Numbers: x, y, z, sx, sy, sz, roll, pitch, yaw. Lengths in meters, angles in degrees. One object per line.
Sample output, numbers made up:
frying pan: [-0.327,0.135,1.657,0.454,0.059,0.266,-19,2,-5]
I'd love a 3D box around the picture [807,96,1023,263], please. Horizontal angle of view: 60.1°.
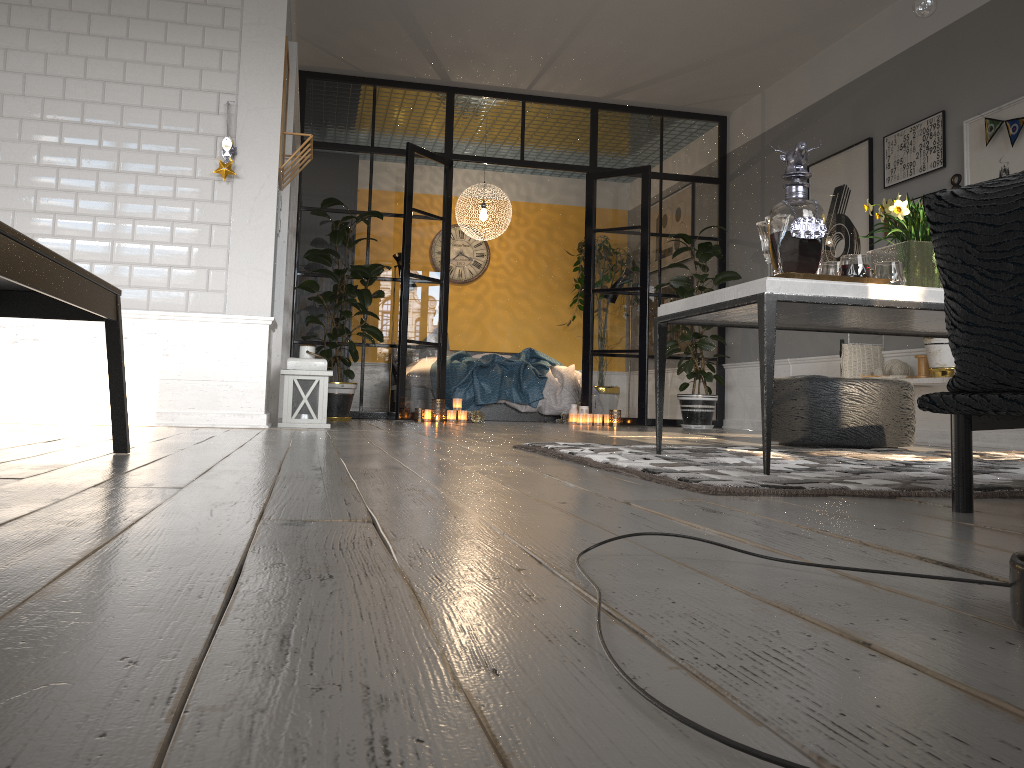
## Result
picture: [0.446,-1.308,6.353,4.036,1.804,7.268,2,-2,-13]

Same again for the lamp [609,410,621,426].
lamp: [0.893,0.294,7.657,0.107,0.141,0.107,-2,-5,41]

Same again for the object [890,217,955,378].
object: [2.510,-0.517,5.160,0.544,0.969,0.508,4,-5,-27]

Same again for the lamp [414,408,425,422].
lamp: [-0.756,0.255,7.248,0.084,0.111,0.084,4,-5,-37]

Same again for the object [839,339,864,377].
object: [2.379,0.022,6.191,0.091,0.705,0.278,4,-5,-21]

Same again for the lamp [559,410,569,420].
lamp: [0.500,0.303,8.190,0.108,0.132,0.096,5,-5,-42]

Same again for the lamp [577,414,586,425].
lamp: [0.604,0.308,7.715,0.080,0.099,0.080,0,-4,28]

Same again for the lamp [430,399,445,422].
lamp: [-0.612,0.219,7.299,0.114,0.188,0.114,3,-4,-14]

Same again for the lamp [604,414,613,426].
lamp: [0.842,0.316,7.742,0.080,0.099,0.080,0,-4,28]

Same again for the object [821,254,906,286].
object: [0.929,-0.297,2.498,0.245,0.088,0.278,3,-2,-35]

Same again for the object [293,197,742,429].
object: [0.156,-0.560,7.457,3.893,1.805,1.007,2,-4,-13]

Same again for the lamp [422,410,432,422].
lamp: [-0.705,0.262,7.323,0.080,0.099,0.080,0,-4,28]

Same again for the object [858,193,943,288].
object: [1.263,-0.419,2.715,0.351,0.353,0.323,2,-3,-11]

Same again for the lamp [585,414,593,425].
lamp: [0.670,0.312,7.775,0.080,0.099,0.080,0,-4,28]

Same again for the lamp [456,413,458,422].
lamp: [-0.468,0.283,7.497,0.069,0.081,0.068,2,-4,-5]

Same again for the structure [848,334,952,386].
structure: [2.700,-0.227,4.673,0.308,0.488,2.766,3,-2,-13]

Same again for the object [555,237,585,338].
object: [1.095,-0.681,10.447,1.341,2.217,1.245,4,-5,-26]

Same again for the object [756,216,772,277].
object: [0.774,-0.372,2.609,0.082,0.228,0.167,2,-4,-1]

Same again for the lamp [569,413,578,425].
lamp: [0.548,0.309,7.836,0.080,0.099,0.080,-2,-5,41]

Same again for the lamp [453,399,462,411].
lamp: [-0.457,0.172,7.399,0.080,0.099,0.080,0,-4,28]

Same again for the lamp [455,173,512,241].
lamp: [-0.299,-2.090,9.540,0.616,1.102,0.613,-1,-5,28]

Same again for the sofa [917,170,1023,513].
sofa: [1.959,-0.128,1.486,2.338,0.802,0.966,2,-3,-13]

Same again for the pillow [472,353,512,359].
pillow: [-0.203,-0.236,9.789,0.484,0.228,0.591,0,-2,36]

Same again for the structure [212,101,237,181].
structure: [-1.523,-1.296,4.728,0.134,0.450,0.078,4,-5,-25]

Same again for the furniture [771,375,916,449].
furniture: [1.661,0.141,4.523,0.734,0.358,0.733,3,-2,-26]

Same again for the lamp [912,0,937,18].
lamp: [0.915,-1.971,3.437,0.074,1.545,1.393,7,-6,-44]

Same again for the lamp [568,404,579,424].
lamp: [0.555,0.274,7.965,0.092,0.181,0.091,1,-4,8]

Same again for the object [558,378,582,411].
object: [0.673,0.113,8.238,0.437,0.525,0.277,0,-5,28]

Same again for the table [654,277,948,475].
table: [1.251,0.014,2.702,1.455,0.514,0.729,2,-3,-13]

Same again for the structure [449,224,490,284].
structure: [-0.614,-1.551,10.552,0.726,0.728,0.070,2,-5,-13]

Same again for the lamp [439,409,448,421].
lamp: [-0.589,0.268,7.604,0.081,0.107,0.080,3,-4,-13]

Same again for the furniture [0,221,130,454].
furniture: [-1.115,-0.053,1.666,0.465,0.457,1.664,2,-2,-13]

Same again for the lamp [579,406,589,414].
lamp: [0.640,0.280,7.881,0.092,0.167,0.089,-2,-6,43]

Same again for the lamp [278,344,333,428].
lamp: [-1.185,0.008,5.088,0.286,0.480,0.285,3,-4,-14]

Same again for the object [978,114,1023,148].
object: [2.853,-1.483,4.807,0.057,0.341,0.911,3,-2,-13]

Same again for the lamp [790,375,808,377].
lamp: [2.166,0.155,6.456,0.432,0.440,0.430,1,-3,9]

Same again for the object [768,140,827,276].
object: [0.773,-0.474,2.403,0.148,0.419,0.155,1,-5,7]

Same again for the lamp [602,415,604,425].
lamp: [0.785,0.320,7.837,0.063,0.091,0.063,4,-5,-31]

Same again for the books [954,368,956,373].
books: [2.631,-0.074,4.785,0.260,0.029,0.383,2,-1,-12]

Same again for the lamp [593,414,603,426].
lamp: [0.752,0.313,7.743,0.080,0.099,0.080,0,-4,28]

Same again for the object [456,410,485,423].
object: [-0.387,0.276,7.610,0.192,0.118,0.715,3,-2,-24]

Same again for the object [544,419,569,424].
object: [0.408,0.342,8.163,0.326,0.054,0.087,0,-3,41]

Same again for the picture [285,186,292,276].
picture: [-1.822,-1.300,6.423,0.358,0.756,1.938,3,-2,-13]

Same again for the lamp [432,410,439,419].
lamp: [-0.649,0.265,7.396,0.080,0.099,0.080,0,-4,28]

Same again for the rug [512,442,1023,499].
rug: [1.429,0.264,2.883,2.524,0.034,1.764,2,-1,-13]

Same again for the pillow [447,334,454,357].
pillow: [-0.883,-0.354,9.640,0.782,0.602,0.497,2,-4,-7]

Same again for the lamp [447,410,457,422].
lamp: [-0.504,0.269,7.386,0.080,0.099,0.080,0,-4,28]

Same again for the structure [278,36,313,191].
structure: [-1.245,-1.550,5.150,0.185,0.780,0.493,3,-4,-13]

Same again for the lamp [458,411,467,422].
lamp: [-0.414,0.272,7.399,0.080,0.099,0.080,0,-4,28]

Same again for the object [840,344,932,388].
object: [2.446,-0.120,5.642,0.328,0.308,0.782,2,-2,-12]

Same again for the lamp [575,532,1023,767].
lamp: [0.468,-0.658,0.533,0.679,1.712,1.241,3,-4,-15]

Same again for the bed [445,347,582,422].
bed: [-0.243,-0.021,9.319,1.896,0.774,2.314,2,-2,-12]

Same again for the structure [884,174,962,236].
structure: [2.654,-1.152,5.733,0.024,0.264,0.736,3,-2,-13]

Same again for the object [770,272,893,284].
object: [0.827,-0.271,2.410,0.318,0.015,0.246,2,-1,-13]
